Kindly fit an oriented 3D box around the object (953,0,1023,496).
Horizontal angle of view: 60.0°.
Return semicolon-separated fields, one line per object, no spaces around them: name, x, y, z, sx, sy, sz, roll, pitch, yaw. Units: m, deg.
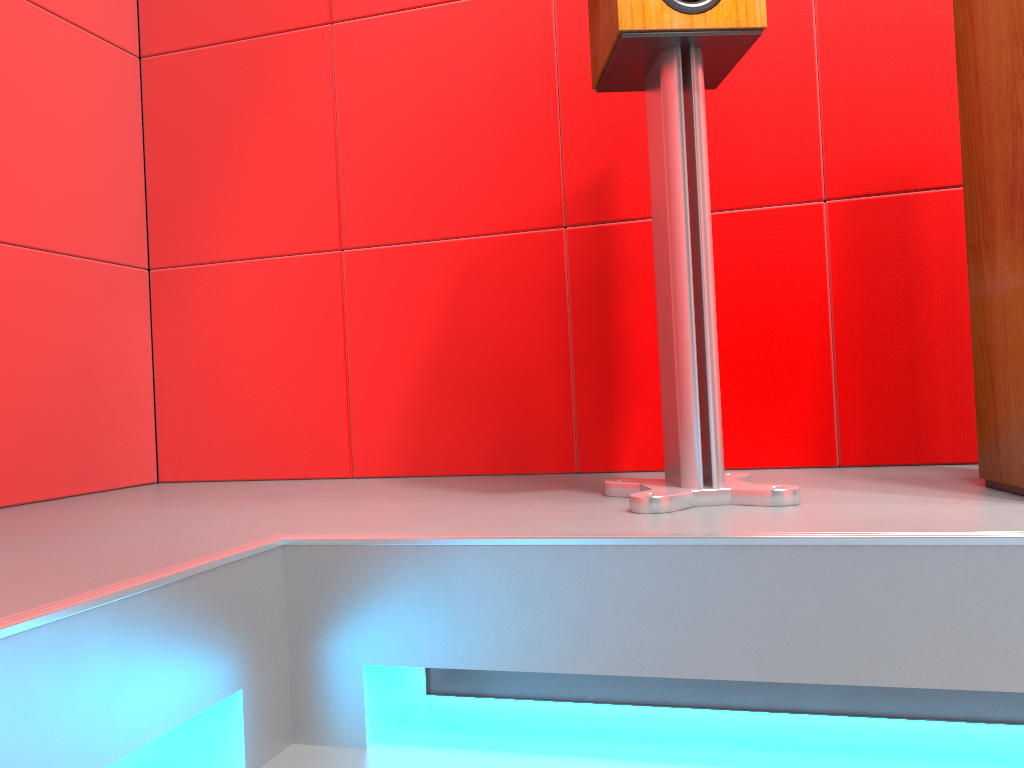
object;0.737;-0.384;1.159;0.203;1.052;0.238;-3;-1;6

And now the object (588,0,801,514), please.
object;0.241;-0.360;1.303;0.231;1.058;0.265;-3;-1;-4
